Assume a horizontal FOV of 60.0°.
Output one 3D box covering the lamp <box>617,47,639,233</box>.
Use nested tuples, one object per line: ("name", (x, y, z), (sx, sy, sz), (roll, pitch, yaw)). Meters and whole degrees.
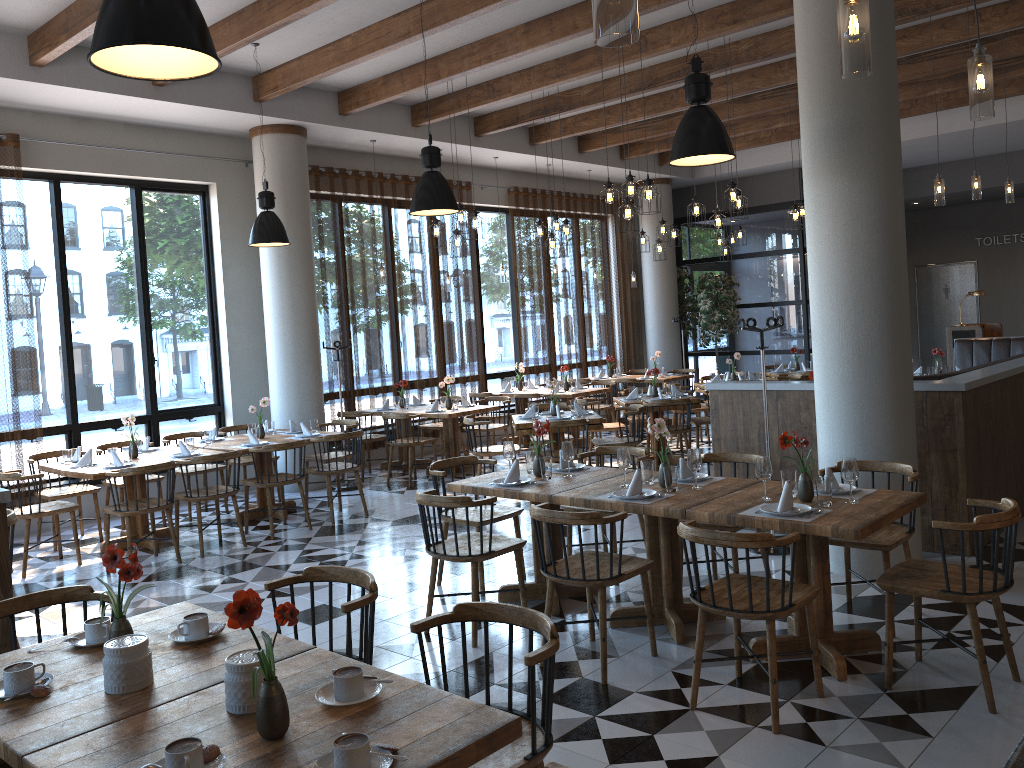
("lamp", (0.960, -2.363, 7.721), (0.175, 2.068, 0.175), (-4, 2, -29))

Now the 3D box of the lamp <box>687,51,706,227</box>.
("lamp", (1.816, -2.633, 8.971), (0.175, 2.068, 0.175), (-4, 2, -20))

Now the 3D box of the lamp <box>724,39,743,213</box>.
("lamp", (2.144, -2.742, 8.793), (0.175, 2.068, 0.175), (-3, 2, 13))

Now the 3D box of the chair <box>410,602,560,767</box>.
("chair", (-0.123, 1.145, 2.660), (0.519, 0.816, 0.551), (-2, 3, 43))

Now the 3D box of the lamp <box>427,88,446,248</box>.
("lamp", (-0.857, -2.494, 9.405), (0.175, 2.068, 0.175), (-4, 1, -5))

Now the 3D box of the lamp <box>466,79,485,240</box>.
("lamp", (-0.439, -2.556, 9.297), (0.175, 2.068, 0.175), (-3, 2, 18))

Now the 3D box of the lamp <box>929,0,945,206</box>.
("lamp", (3.503, -2.465, 7.354), (0.078, 1.962, 0.078), (-4, 1, -7))

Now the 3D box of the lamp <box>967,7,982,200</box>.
("lamp", (4.222, -2.678, 8.138), (0.078, 1.962, 0.078), (-4, 2, -28))

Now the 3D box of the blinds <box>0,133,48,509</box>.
("blinds", (-5.663, -0.430, 7.290), (0.155, 3.577, 3.205), (-2, 3, 43))

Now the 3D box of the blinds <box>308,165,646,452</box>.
("blinds", (-0.209, -1.177, 13.195), (0.160, 3.577, 7.282), (-2, 3, 43))

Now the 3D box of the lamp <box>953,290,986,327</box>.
("lamp", (6.327, -0.914, 12.268), (0.445, 0.756, 0.170), (-3, 2, 18))

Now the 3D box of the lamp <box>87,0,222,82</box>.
("lamp", (-1.165, -1.923, 2.732), (0.390, 1.863, 0.391), (-4, 2, 0))

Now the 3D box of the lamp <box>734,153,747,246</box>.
("lamp", (3.425, -3.142, 13.491), (0.175, 2.068, 0.175), (-5, 2, -35))

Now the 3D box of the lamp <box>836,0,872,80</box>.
("lamp", (0.838, -1.785, 2.291), (0.078, 1.962, 0.078), (-5, 2, -40))

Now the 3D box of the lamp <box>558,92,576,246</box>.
("lamp", (0.579, -2.641, 10.239), (0.175, 2.068, 0.175), (-3, 2, 29))

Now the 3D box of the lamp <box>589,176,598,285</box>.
("lamp", (1.273, -2.565, 14.088), (0.078, 1.962, 0.078), (-3, 2, 29))

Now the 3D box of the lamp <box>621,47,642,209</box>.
("lamp", (1.015, -2.612, 7.936), (0.175, 2.068, 0.175), (-4, 2, -29))

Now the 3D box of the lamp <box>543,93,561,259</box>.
("lamp", (0.422, -2.510, 10.389), (0.175, 2.068, 0.175), (-4, 2, -28))

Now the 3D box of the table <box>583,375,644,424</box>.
("table", (1.611, 0.273, 14.248), (0.850, 0.763, 0.852), (-1, 4, 43))

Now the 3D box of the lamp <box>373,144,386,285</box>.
("lamp", (-1.658, -2.206, 10.912), (0.078, 1.962, 0.078), (-3, 2, 18))

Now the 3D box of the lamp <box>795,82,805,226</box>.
("lamp", (3.477, -2.959, 10.754), (0.175, 2.068, 0.175), (-3, 2, 26))

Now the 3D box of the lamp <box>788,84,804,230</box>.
("lamp", (3.344, -2.884, 10.599), (0.175, 2.068, 0.175), (-3, 2, 15))

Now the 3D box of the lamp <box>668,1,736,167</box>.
("lamp", (1.046, -2.226, 5.130), (0.390, 1.863, 0.391), (-3, 2, 20))

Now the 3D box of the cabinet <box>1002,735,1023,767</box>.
("cabinet", (2.550, 0.920, 0.926), (3.026, 1.163, 6.007), (0, 5, 43))

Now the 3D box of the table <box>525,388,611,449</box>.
("table", (0.780, 0.473, 12.085), (0.850, 0.763, 0.852), (-1, 4, 43))

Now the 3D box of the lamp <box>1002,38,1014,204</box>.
("lamp", (5.003, -2.819, 8.986), (0.078, 1.962, 0.078), (-4, 1, -12))

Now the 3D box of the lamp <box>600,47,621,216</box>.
("lamp", (0.817, -2.539, 7.887), (0.175, 2.068, 0.175), (-5, 2, -40))

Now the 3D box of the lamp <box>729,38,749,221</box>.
("lamp", (2.247, -2.704, 8.978), (0.175, 2.068, 0.175), (-4, 1, 2))

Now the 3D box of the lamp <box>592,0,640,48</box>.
("lamp", (0.119, -1.572, 1.507), (0.078, 1.962, 0.078), (-4, 2, -18))

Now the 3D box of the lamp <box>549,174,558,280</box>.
("lamp", (0.599, -2.558, 13.361), (0.078, 1.962, 0.078), (-3, 2, 33))

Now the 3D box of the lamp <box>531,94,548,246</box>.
("lamp", (0.282, -2.687, 10.557), (0.175, 2.068, 0.175), (-5, 2, -39))

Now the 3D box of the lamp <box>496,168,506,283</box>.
("lamp", (-0.182, -2.416, 12.513), (0.078, 1.962, 0.078), (-5, 2, -40))

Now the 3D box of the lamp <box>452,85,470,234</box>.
("lamp", (-0.586, -2.593, 9.145), (0.175, 2.068, 0.175), (-3, 2, 29))

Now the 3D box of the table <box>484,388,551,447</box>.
("table", (0.152, 0.473, 12.667), (0.850, 0.763, 0.852), (-1, 4, 43))

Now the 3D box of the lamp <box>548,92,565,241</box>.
("lamp", (0.481, -2.760, 10.603), (0.175, 2.068, 0.175), (-4, 2, -28))

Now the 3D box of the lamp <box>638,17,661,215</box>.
("lamp", (1.120, -2.494, 7.574), (0.175, 2.068, 0.175), (-3, 2, 28))

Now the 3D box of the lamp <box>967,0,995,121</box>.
("lamp", (1.619, -1.926, 3.139), (0.078, 1.962, 0.078), (-4, 1, -12))

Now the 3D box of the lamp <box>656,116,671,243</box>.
("lamp", (1.984, -2.945, 11.928), (0.175, 2.068, 0.175), (-2, 2, 37))

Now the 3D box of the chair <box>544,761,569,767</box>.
("chair", (-0.076, 1.206, 1.721), (0.549, 0.816, 0.520), (-2, 3, 43))

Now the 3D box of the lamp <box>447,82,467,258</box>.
("lamp", (-0.630, -2.375, 9.375), (0.175, 2.068, 0.175), (-3, 2, 29))

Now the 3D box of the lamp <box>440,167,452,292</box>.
("lamp", (-0.901, -2.204, 11.729), (0.078, 1.962, 0.078), (-4, 1, -7))

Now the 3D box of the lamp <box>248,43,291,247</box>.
("lamp", (-2.322, -2.225, 8.248), (0.390, 1.863, 0.391), (-3, 2, 20))

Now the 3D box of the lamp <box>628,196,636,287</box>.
("lamp", (1.988, -2.604, 14.861), (0.078, 1.962, 0.078), (-4, 2, -15))

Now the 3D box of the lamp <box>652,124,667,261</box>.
("lamp", (1.975, -2.729, 12.164), (0.175, 2.068, 0.175), (-2, 2, 37))

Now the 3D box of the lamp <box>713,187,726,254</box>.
("lamp", (3.078, -3.012, 13.361), (0.175, 2.068, 0.175), (-3, 2, 22))

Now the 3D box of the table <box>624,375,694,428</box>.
("table", (2.239, 0.273, 13.667), (0.850, 0.763, 0.852), (-1, 4, 43))

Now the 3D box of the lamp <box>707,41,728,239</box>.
("lamp", (2.044, -2.518, 9.000), (0.175, 2.068, 0.175), (-3, 2, 13))

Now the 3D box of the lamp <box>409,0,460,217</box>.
("lamp", (-0.647, -2.226, 6.698), (0.390, 1.863, 0.391), (-3, 2, 30))

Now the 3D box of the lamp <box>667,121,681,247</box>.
("lamp", (2.152, -2.908, 12.056), (0.175, 2.068, 0.175), (-3, 2, 26))

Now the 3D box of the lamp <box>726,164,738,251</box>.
("lamp", (3.359, -3.095, 13.688), (0.175, 2.068, 0.175), (-2, 2, 44))

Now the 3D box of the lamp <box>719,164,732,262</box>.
("lamp", (3.214, -2.902, 13.545), (0.175, 2.068, 0.175), (-5, 2, -35))

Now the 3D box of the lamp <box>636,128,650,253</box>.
("lamp", (1.755, -2.851, 12.226), (0.175, 2.068, 0.175), (-4, 1, 4))
